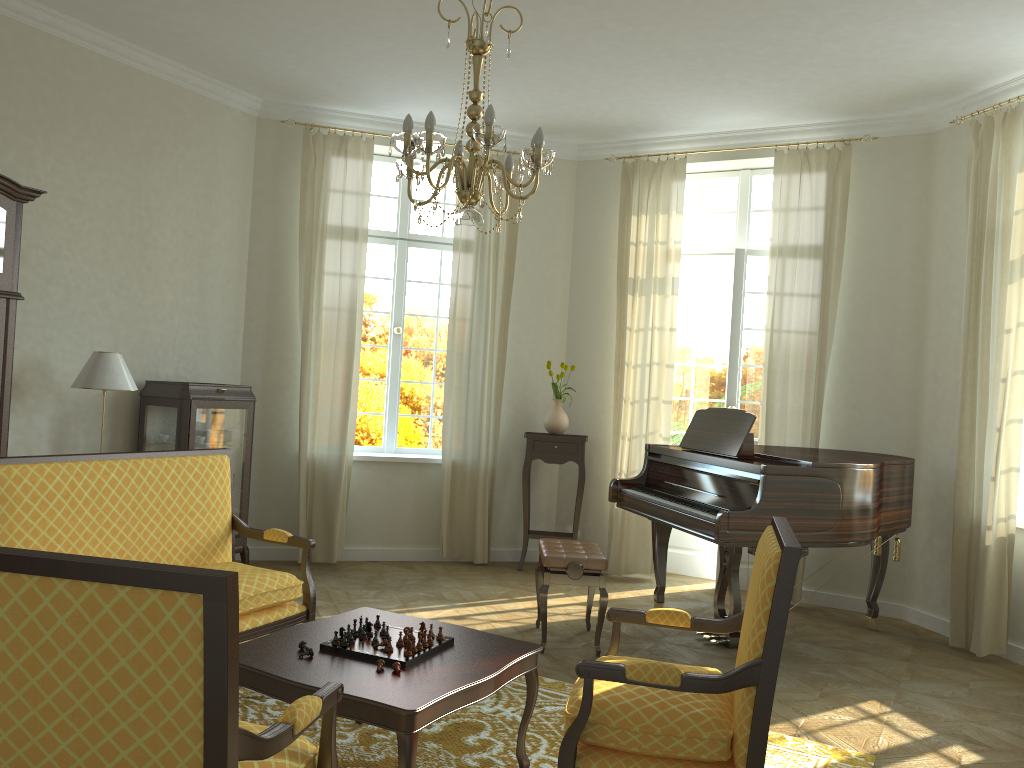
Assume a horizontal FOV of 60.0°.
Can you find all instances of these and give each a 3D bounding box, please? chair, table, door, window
[{"bbox_3d":[0.522,0.980,2.847,0.671,1.083,0.730,3,0,14],"label":"chair"},{"bbox_3d":[0.339,1.246,5.263,0.385,0.563,0.638,3,0,-1],"label":"chair"},{"bbox_3d":[-0.485,1.221,3.258,0.922,0.494,0.932,3,0,30],"label":"table"},{"bbox_3d":[1.722,0.273,7.147,1.385,2.690,0.425,3,0,29],"label":"door"},{"bbox_3d":[0.336,0.976,7.362,0.522,1.114,0.344,3,0,4],"label":"table"},{"bbox_3d":[-0.841,0.894,2.085,0.730,1.083,0.671,3,0,11],"label":"chair"},{"bbox_3d":[1.914,-1.422,7.318,1.380,0.680,0.055,3,0,29],"label":"window"},{"bbox_3d":[-1.515,0.862,3.770,0.680,1.083,1.389,3,0,29],"label":"chair"},{"bbox_3d":[-0.972,-0.668,7.602,1.400,2.550,0.181,4,0,-16],"label":"window"}]

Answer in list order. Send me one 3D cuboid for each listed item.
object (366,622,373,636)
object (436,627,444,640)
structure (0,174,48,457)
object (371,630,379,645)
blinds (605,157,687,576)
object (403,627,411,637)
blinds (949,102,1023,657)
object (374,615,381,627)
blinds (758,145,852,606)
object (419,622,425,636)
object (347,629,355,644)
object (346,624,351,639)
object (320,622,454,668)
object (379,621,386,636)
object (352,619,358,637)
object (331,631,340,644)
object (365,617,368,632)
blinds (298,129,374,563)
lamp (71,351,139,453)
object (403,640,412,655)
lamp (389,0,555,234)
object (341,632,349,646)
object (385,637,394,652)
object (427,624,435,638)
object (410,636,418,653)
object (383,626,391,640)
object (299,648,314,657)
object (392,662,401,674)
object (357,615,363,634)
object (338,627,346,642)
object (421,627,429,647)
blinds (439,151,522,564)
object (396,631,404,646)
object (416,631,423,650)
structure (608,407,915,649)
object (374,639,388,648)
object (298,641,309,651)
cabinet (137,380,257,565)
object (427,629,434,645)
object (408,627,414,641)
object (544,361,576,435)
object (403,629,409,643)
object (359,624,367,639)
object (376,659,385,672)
[{"bbox_3d":[-0.538,0.925,3.356,0.030,0.052,0.030,4,0,-43],"label":"object"},{"bbox_3d":[-0.272,0.945,3.368,0.030,0.044,0.030,4,0,-13],"label":"object"},{"bbox_3d":[-3.034,0.091,4.716,0.521,2.458,0.715,3,0,29],"label":"structure"},{"bbox_3d":[-0.500,0.928,3.251,0.030,0.050,0.030,4,0,-13],"label":"object"},{"bbox_3d":[1.063,-0.130,7.212,0.552,3.386,0.159,3,0,26],"label":"blinds"},{"bbox_3d":[-0.398,0.944,3.375,0.030,0.030,0.052,4,0,-9],"label":"object"},{"bbox_3d":[2.941,-0.030,5.510,0.162,3.384,0.554,4,0,-11],"label":"blinds"},{"bbox_3d":[-0.527,0.930,3.482,0.030,0.044,0.030,4,0,-13],"label":"object"},{"bbox_3d":[2.125,-0.073,6.565,0.554,3.386,0.162,3,0,24],"label":"blinds"},{"bbox_3d":[-0.345,0.937,3.401,0.030,0.052,0.030,4,0,-13],"label":"object"},{"bbox_3d":[-0.588,0.923,3.247,0.030,0.050,0.030,4,0,-13],"label":"object"},{"bbox_3d":[-0.608,0.919,3.300,0.030,0.055,0.030,4,0,-13],"label":"object"},{"bbox_3d":[-0.458,0.965,3.297,0.360,0.021,0.360,3,0,24],"label":"object"},{"bbox_3d":[-0.488,0.929,3.376,0.030,0.050,0.030,4,0,-13],"label":"object"},{"bbox_3d":[-0.592,0.916,3.336,0.030,0.064,0.030,4,0,-13],"label":"object"},{"bbox_3d":[-0.641,0.922,3.226,0.030,0.044,0.030,4,0,-13],"label":"object"},{"bbox_3d":[-0.559,0.922,3.409,0.030,0.055,0.030,4,0,-13],"label":"object"},{"bbox_3d":[-1.459,-0.288,6.960,0.554,3.385,0.162,4,0,-11],"label":"blinds"},{"bbox_3d":[-2.527,0.579,5.429,0.381,1.552,0.380,3,0,34],"label":"lamp"},{"bbox_3d":[-0.369,0.934,3.149,0.030,0.052,0.030,4,0,-13],"label":"object"},{"bbox_3d":[-0.136,-1.381,3.633,0.661,1.466,0.662,3,0,-1],"label":"lamp"},{"bbox_3d":[-0.604,0.921,3.210,0.030,0.050,0.030,4,0,-13],"label":"object"},{"bbox_3d":[-0.439,0.931,3.180,0.030,0.050,0.030,4,0,-13],"label":"object"},{"bbox_3d":[-0.308,0.940,3.385,0.030,0.050,0.030,4,0,-13],"label":"object"},{"bbox_3d":[-0.353,0.934,3.186,0.030,0.055,0.030,4,0,-13],"label":"object"},{"bbox_3d":[-0.468,0.930,3.323,0.030,0.050,0.030,4,0,-13],"label":"object"},{"bbox_3d":[-0.723,0.944,3.115,0.052,0.030,0.030,4,0,-33],"label":"object"},{"bbox_3d":[-0.388,0.963,3.010,0.030,0.030,0.047,4,0,-24],"label":"object"},{"bbox_3d":[-0.575,0.914,3.373,0.030,0.069,0.030,4,0,-13],"label":"object"},{"bbox_3d":[-0.624,0.919,3.263,0.030,0.052,0.030,4,0,-13],"label":"object"},{"bbox_3d":[-0.320,0.929,3.259,0.030,0.069,0.030,4,0,-13],"label":"object"},{"bbox_3d":[-0.280,-0.213,7.350,0.552,3.381,0.159,4,0,-13],"label":"blinds"},{"bbox_3d":[-0.410,0.933,3.257,0.030,0.050,0.030,4,0,-13],"label":"object"},{"bbox_3d":[-0.336,0.930,3.222,0.030,0.064,0.030,4,0,-13],"label":"object"},{"bbox_3d":[1.745,0.893,5.547,1.856,1.439,1.514,4,0,-16],"label":"structure"},{"bbox_3d":[-0.474,0.939,3.211,0.052,0.030,0.030,4,0,-15],"label":"object"},{"bbox_3d":[-0.742,0.943,3.190,0.052,0.030,0.030,3,0,40],"label":"object"},{"bbox_3d":[-2.228,0.687,6.230,0.542,1.386,0.733,3,0,29],"label":"cabinet"},{"bbox_3d":[-0.304,0.937,3.295,0.030,0.055,0.030,4,0,-13],"label":"object"},{"bbox_3d":[-0.376,0.936,3.325,0.030,0.050,0.030,4,0,-13],"label":"object"},{"bbox_3d":[0.384,0.116,7.365,0.264,0.609,0.242,4,0,-36],"label":"object"},{"bbox_3d":[-0.393,0.935,3.291,0.030,0.050,0.030,4,0,-13],"label":"object"},{"bbox_3d":[-0.555,0.925,3.320,0.030,0.050,0.030,4,0,-13],"label":"object"},{"bbox_3d":[-0.449,0.959,3.025,0.030,0.030,0.052,3,0,-4],"label":"object"}]
